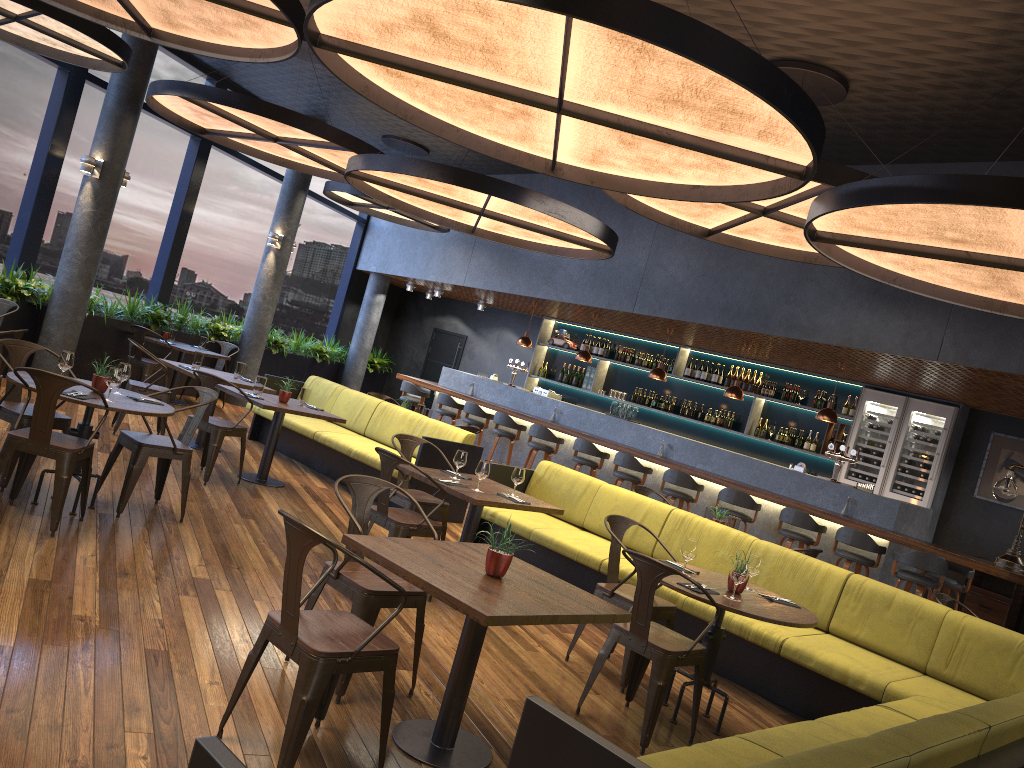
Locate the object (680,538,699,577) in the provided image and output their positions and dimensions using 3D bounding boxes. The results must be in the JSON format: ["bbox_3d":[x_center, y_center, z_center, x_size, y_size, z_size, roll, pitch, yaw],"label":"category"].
[{"bbox_3d":[1.003,0.988,5.068,0.097,0.206,0.097,15,1,-21],"label":"object"}]

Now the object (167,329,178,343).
[{"bbox_3d":[-4.494,-0.630,11.722,0.102,0.178,0.102,16,1,26],"label":"object"}]

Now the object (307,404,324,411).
[{"bbox_3d":[-1.903,0.222,8.504,0.255,0.019,0.157,16,1,44],"label":"object"}]

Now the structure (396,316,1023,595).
[{"bbox_3d":[2.351,0.771,11.829,9.298,2.700,2.700,16,1,44],"label":"structure"}]

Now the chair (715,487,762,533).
[{"bbox_3d":[2.366,1.660,9.715,0.438,1.048,0.483,15,1,-32],"label":"chair"}]

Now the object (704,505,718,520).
[{"bbox_3d":[1.738,1.169,7.806,0.102,0.178,0.102,16,1,-10],"label":"object"}]

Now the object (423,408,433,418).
[{"bbox_3d":[-0.977,0.376,10.179,0.102,0.178,0.102,16,1,30],"label":"object"}]

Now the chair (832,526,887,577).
[{"bbox_3d":[3.288,1.932,8.698,0.438,1.048,0.483,15,1,-17],"label":"chair"}]

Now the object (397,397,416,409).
[{"bbox_3d":[-1.228,0.258,10.146,0.238,0.271,0.260,15,1,-41],"label":"object"}]

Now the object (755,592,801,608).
[{"bbox_3d":[1.512,1.228,5.075,0.255,0.019,0.157,15,1,-14],"label":"object"}]

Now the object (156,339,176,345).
[{"bbox_3d":[-4.524,-0.553,11.556,0.255,0.019,0.157,16,1,20],"label":"object"}]

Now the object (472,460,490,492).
[{"bbox_3d":[-0.212,0.634,6.089,0.097,0.206,0.097,16,1,45],"label":"object"}]

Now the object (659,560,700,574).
[{"bbox_3d":[1.007,1.084,5.241,0.157,0.019,0.255,15,1,-39],"label":"object"}]

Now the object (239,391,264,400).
[{"bbox_3d":[-2.372,0.097,8.050,0.255,0.019,0.157,16,1,44],"label":"object"}]

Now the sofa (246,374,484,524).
[{"bbox_3d":[-1.755,0.576,9.688,3.061,0.914,0.966,16,1,44],"label":"sofa"}]

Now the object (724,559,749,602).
[{"bbox_3d":[1.206,1.049,4.747,0.097,0.206,0.097,16,1,-7],"label":"object"}]

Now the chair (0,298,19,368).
[{"bbox_3d":[-5.408,-0.441,8.969,0.504,0.917,0.541,16,1,8],"label":"chair"}]

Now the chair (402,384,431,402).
[{"bbox_3d":[-1.676,0.462,14.603,0.483,1.048,0.438,15,1,-17],"label":"chair"}]

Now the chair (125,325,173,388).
[{"bbox_3d":[-4.632,-0.254,11.218,0.504,0.917,0.541,16,1,19],"label":"chair"}]

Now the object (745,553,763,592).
[{"bbox_3d":[1.401,1.098,5.175,0.097,0.206,0.097,16,1,-4],"label":"object"}]

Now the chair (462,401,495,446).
[{"bbox_3d":[-0.569,0.798,12.673,0.483,1.048,0.438,16,1,15],"label":"chair"}]

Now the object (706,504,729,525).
[{"bbox_3d":[1.775,1.134,7.582,0.238,0.271,0.260,15,1,-24],"label":"object"}]

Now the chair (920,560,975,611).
[{"bbox_3d":[4.189,2.183,8.763,0.483,1.048,0.438,16,1,15],"label":"chair"}]

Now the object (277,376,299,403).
[{"bbox_3d":[-2.092,0.041,8.270,0.238,0.271,0.260,16,1,-7],"label":"object"}]

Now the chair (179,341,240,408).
[{"bbox_3d":[-4.227,-0.157,12.481,0.504,0.917,0.541,16,1,9],"label":"chair"}]

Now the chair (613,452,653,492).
[{"bbox_3d":[1.331,1.357,10.675,0.438,1.048,0.483,15,1,-17],"label":"chair"}]

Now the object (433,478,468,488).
[{"bbox_3d":[-0.405,0.677,6.101,0.157,0.019,0.255,16,1,44],"label":"object"}]

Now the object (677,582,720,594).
[{"bbox_3d":[1.014,1.093,4.766,0.255,0.019,0.157,15,1,-43],"label":"object"}]

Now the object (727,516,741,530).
[{"bbox_3d":[1.848,1.204,7.436,0.102,0.178,0.102,16,1,30],"label":"object"}]

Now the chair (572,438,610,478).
[{"bbox_3d":[0.897,1.228,11.190,0.483,1.048,0.438,16,1,15],"label":"chair"}]

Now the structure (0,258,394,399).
[{"bbox_3d":[-5.193,-0.668,11.320,0.808,1.413,17.112,16,1,19],"label":"structure"}]

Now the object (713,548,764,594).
[{"bbox_3d":[1.283,1.031,4.965,0.238,0.271,0.260,15,1,-24],"label":"object"}]

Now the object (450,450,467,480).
[{"bbox_3d":[-0.383,0.582,6.381,0.097,0.206,0.097,16,1,36],"label":"object"}]

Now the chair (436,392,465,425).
[{"bbox_3d":[-0.989,0.675,13.079,0.483,1.048,0.438,16,1,15],"label":"chair"}]

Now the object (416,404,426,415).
[{"bbox_3d":[-1.101,0.336,10.583,0.102,0.178,0.102,16,1,-10],"label":"object"}]

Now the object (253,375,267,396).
[{"bbox_3d":[-2.342,0.020,8.223,0.102,0.178,0.102,15,1,-40],"label":"object"}]

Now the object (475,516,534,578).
[{"bbox_3d":[-0.049,0.674,3.745,0.260,0.271,0.238,16,1,-11],"label":"object"}]

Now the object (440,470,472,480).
[{"bbox_3d":[-0.397,0.673,6.556,0.255,0.019,0.157,16,1,44],"label":"object"}]

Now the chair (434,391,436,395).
[{"bbox_3d":[-1.216,0.584,15.094,0.438,1.048,0.483,16,1,15],"label":"chair"}]

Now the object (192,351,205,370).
[{"bbox_3d":[-3.232,-0.242,9.122,0.102,0.178,0.102,16,1,20],"label":"object"}]

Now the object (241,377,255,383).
[{"bbox_3d":[-2.793,-0.040,9.403,0.255,0.019,0.157,16,1,44],"label":"object"}]

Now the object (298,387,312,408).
[{"bbox_3d":[-1.953,0.127,8.353,0.102,0.178,0.102,16,1,10],"label":"object"}]

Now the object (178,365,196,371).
[{"bbox_3d":[-3.262,-0.165,8.949,0.255,0.019,0.157,16,1,44],"label":"object"}]

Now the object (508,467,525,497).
[{"bbox_3d":[0.034,0.699,6.341,0.097,0.206,0.097,16,1,36],"label":"object"}]

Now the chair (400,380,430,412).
[{"bbox_3d":[-1.586,0.500,13.621,0.483,1.048,0.438,16,1,15],"label":"chair"}]

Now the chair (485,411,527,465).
[{"bbox_3d":[-0.149,0.922,12.143,0.438,1.048,0.483,15,1,-17],"label":"chair"}]

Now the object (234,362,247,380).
[{"bbox_3d":[-2.843,-0.134,9.252,0.102,0.178,0.102,16,1,20],"label":"object"}]

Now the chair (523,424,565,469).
[{"bbox_3d":[0.324,1.062,11.607,0.438,1.048,0.483,15,1,-26],"label":"chair"}]

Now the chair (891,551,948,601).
[{"bbox_3d":[3.701,2.053,8.296,0.483,1.048,0.438,16,1,36],"label":"chair"}]

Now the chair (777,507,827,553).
[{"bbox_3d":[2.904,1.818,9.179,0.483,1.048,0.438,16,1,15],"label":"chair"}]

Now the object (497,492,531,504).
[{"bbox_3d":[-0.003,0.789,6.168,0.255,0.019,0.157,16,1,44],"label":"object"}]

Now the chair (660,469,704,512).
[{"bbox_3d":[1.865,1.513,10.192,0.483,1.048,0.438,16,1,4],"label":"chair"}]
